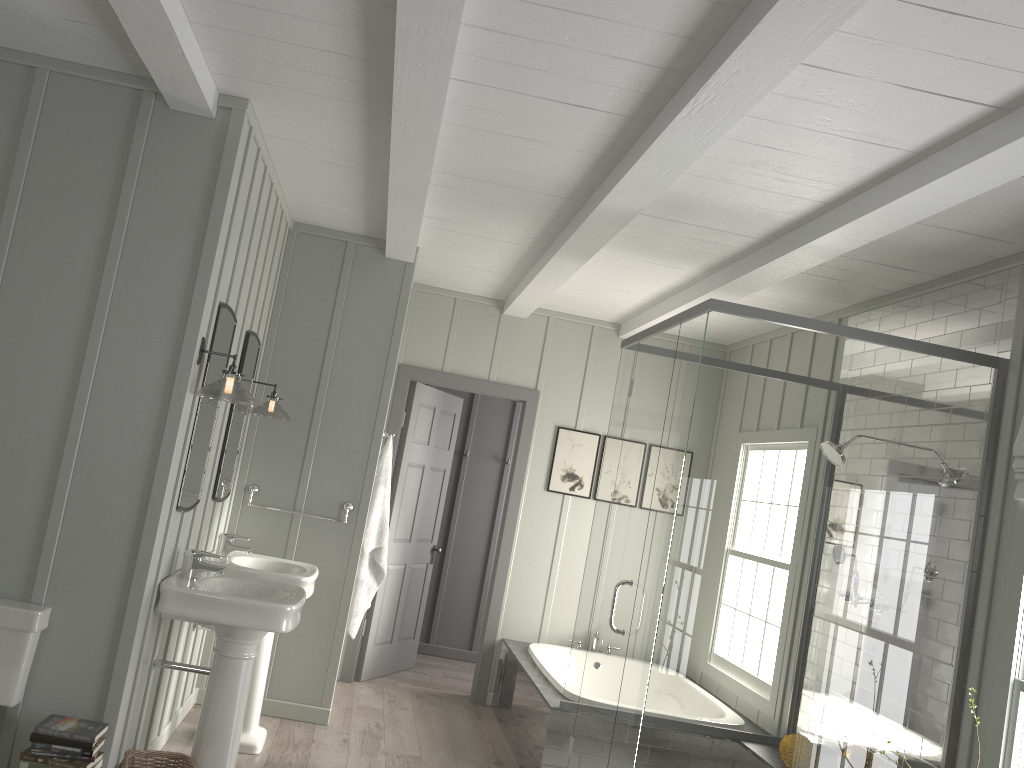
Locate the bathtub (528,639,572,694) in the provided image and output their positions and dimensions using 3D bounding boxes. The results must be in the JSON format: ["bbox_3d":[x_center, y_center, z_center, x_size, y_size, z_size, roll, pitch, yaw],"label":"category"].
[{"bbox_3d":[0.661,1.880,5.343,1.043,0.489,1.573,11,-6,-7],"label":"bathtub"}]

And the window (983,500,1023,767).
[{"bbox_3d":[1.863,1.025,2.662,0.089,1.945,1.063,11,-5,-8],"label":"window"}]

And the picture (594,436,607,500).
[{"bbox_3d":[0.767,0.619,6.241,0.311,0.460,0.012,11,-5,-4],"label":"picture"}]

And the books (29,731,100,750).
[{"bbox_3d":[-1.548,1.222,3.078,0.205,0.024,0.151,12,-6,-9],"label":"books"}]

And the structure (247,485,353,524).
[{"bbox_3d":[-1.207,0.683,5.020,0.599,0.122,0.055,11,-5,-4],"label":"structure"}]

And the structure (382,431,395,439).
[{"bbox_3d":[-0.743,0.306,5.284,0.079,0.056,0.057,11,-6,-5],"label":"structure"}]

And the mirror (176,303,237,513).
[{"bbox_3d":[-1.276,0.101,3.714,0.015,0.882,0.428,11,-5,-8],"label":"mirror"}]

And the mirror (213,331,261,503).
[{"bbox_3d":[-1.401,0.169,4.526,0.015,0.882,0.428,11,-5,-8],"label":"mirror"}]

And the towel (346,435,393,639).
[{"bbox_3d":[-0.793,0.903,5.247,0.161,1.201,0.320,10,-5,-2],"label":"towel"}]

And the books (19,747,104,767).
[{"bbox_3d":[-1.563,1.294,3.074,0.233,0.024,0.148,11,-6,0],"label":"books"}]

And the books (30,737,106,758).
[{"bbox_3d":[-1.541,1.249,3.076,0.206,0.024,0.151,11,-6,-6],"label":"books"}]

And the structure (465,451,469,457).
[{"bbox_3d":[-0.386,0.592,7.474,0.019,0.051,0.137,11,-6,-8],"label":"structure"}]

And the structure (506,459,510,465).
[{"bbox_3d":[-0.038,0.660,7.506,0.019,0.051,0.137,11,-6,-8],"label":"structure"}]

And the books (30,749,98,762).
[{"bbox_3d":[-1.555,1.272,3.085,0.204,0.025,0.152,12,-6,-16],"label":"books"}]

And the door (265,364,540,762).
[{"bbox_3d":[-0.331,0.713,2.996,4.237,2.191,7.841,11,-6,-7],"label":"door"}]

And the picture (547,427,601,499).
[{"bbox_3d":[0.438,0.555,6.217,0.311,0.460,0.012,11,-5,-4],"label":"picture"}]

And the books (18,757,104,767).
[{"bbox_3d":[-1.565,1.321,3.073,0.234,0.032,0.171,11,-6,-5],"label":"books"}]

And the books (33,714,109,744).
[{"bbox_3d":[-1.532,1.201,3.080,0.206,0.024,0.150,11,-6,-4],"label":"books"}]

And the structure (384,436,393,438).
[{"bbox_3d":[-0.781,0.327,5.536,0.079,0.056,0.057,11,-6,-5],"label":"structure"}]

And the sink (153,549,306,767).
[{"bbox_3d":[-1.209,1.224,3.656,0.564,1.011,0.574,11,-5,-6],"label":"sink"}]

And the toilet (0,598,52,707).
[{"bbox_3d":[-1.855,1.138,2.911,0.330,0.785,0.528,11,-5,-7],"label":"toilet"}]

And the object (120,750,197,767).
[{"bbox_3d":[-1.341,1.568,3.326,0.285,0.220,0.477,13,-7,-25],"label":"object"}]

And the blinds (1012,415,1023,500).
[{"bbox_3d":[1.936,0.194,2.730,0.072,0.379,1.038,11,-6,-8],"label":"blinds"}]

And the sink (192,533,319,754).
[{"bbox_3d":[-1.333,1.291,4.463,0.564,1.011,0.574,11,-5,-6],"label":"sink"}]

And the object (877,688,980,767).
[{"bbox_3d":[1.337,1.579,3.078,0.512,1.114,0.278,11,-5,-6],"label":"object"}]
